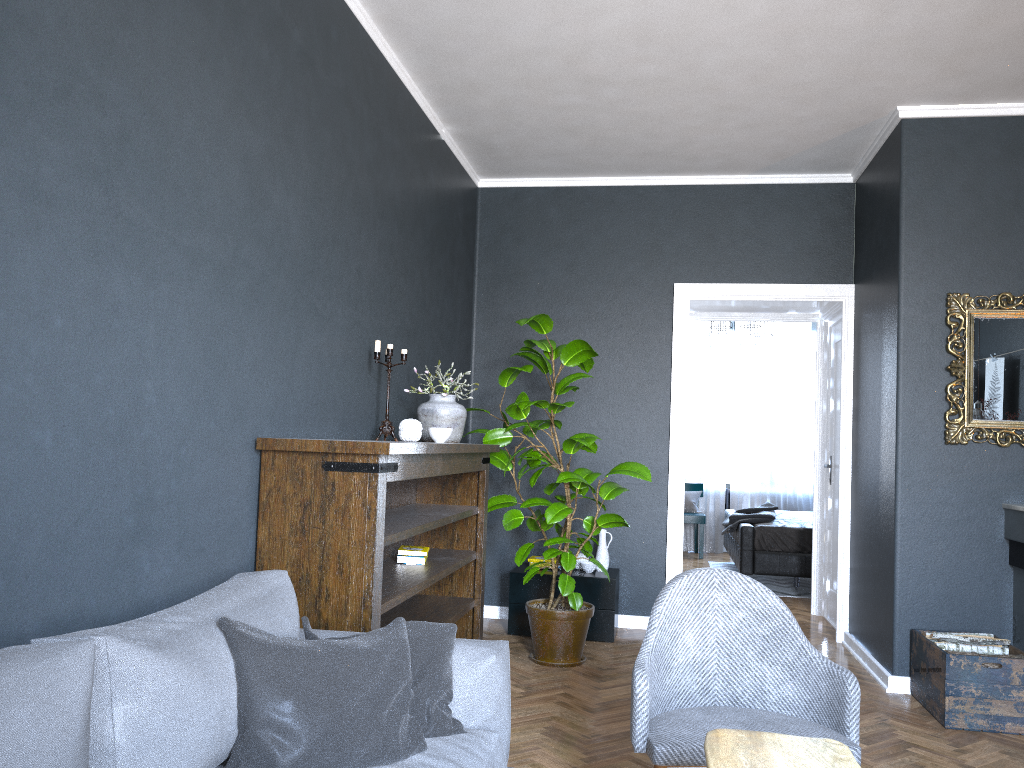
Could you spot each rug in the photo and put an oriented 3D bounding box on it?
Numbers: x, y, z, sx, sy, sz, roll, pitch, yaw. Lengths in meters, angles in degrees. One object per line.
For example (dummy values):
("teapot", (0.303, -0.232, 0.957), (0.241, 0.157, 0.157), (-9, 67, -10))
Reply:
("rug", (2.620, 1.829, 8.268), (1.458, 0.013, 2.047), (1, -4, 10))

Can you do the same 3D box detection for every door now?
("door", (2.285, 0.579, 6.122), (0.162, 2.185, 0.857), (2, -3, 10))

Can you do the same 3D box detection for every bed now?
("bed", (3.153, 1.266, 8.242), (2.375, 1.161, 2.268), (2, -4, 10))

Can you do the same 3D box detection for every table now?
("table", (0.521, 1.041, 1.629), (0.339, 0.549, 0.788), (2, -4, 10))

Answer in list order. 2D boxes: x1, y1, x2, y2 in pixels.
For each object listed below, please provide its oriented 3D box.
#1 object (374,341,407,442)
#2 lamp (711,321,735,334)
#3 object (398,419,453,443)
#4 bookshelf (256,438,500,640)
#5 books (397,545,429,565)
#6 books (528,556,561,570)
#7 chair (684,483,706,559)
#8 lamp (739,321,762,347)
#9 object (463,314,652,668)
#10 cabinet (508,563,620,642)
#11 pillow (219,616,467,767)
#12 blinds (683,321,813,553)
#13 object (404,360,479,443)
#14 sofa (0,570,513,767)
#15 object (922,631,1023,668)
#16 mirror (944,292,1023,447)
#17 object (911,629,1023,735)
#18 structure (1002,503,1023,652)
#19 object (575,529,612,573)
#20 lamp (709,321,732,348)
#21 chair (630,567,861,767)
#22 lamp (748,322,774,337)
("object", (-0.553, 0.030, 3.863), (0.130, 0.437, 0.145), (5, -4, -44))
("lamp", (1.998, -0.841, 8.366), (0.210, 0.713, 0.210), (1, -3, 23))
("object", (-0.387, 0.211, 3.982), (0.255, 0.103, 0.118), (4, -4, -25))
("bookshelf", (-0.469, 0.832, 3.762), (0.451, 1.171, 1.920), (2, -4, 10))
("books", (-0.440, 0.819, 4.121), (0.174, 0.113, 0.197), (2, -4, -1))
("books", (0.211, 1.147, 5.680), (0.214, 0.066, 0.162), (2, -4, 5))
("chair", (1.938, 1.511, 9.918), (0.435, 0.798, 0.593), (2, -3, 10))
("lamp", (2.424, -0.762, 8.998), (0.210, 0.746, 0.210), (1, -3, 23))
("object", (0.182, 0.577, 4.951), (1.118, 1.897, 0.764), (2, -3, 4))
("cabinet", (0.337, 1.375, 5.613), (0.650, 0.390, 0.456), (2, -3, 10))
("pillow", (-0.430, 0.740, 2.229), (0.442, 0.361, 0.798), (0, -4, 28))
("blinds", (2.593, 0.558, 10.279), (3.992, 2.786, 0.312), (2, -3, 10))
("object", (-0.344, 0.081, 4.323), (0.385, 0.412, 0.275), (3, -3, -12))
("sofa", (-0.595, 0.872, 1.617), (0.970, 0.797, 2.342), (2, -4, 9))
("object", (2.145, 1.298, 4.137), (0.370, 0.246, 0.533), (2, -4, 10))
("mirror", (2.717, -0.068, 4.408), (1.056, 0.783, 0.067), (2, -3, 10))
("object", (2.138, 1.374, 4.133), (0.383, 0.326, 0.553), (2, -4, 10))
("structure", (2.858, 1.072, 3.946), (1.065, 0.980, 0.835), (2, -3, 10))
("object", (0.483, 1.053, 5.639), (0.228, 0.268, 0.229), (-1, -4, 43))
("lamp", (2.065, -0.763, 8.746), (0.210, 0.803, 0.210), (1, -3, 23))
("chair", (0.627, 0.972, 2.562), (0.645, 0.810, 0.495), (3, -3, -12))
("lamp", (2.261, -0.821, 8.025), (0.210, 0.769, 0.210), (1, -3, 23))
